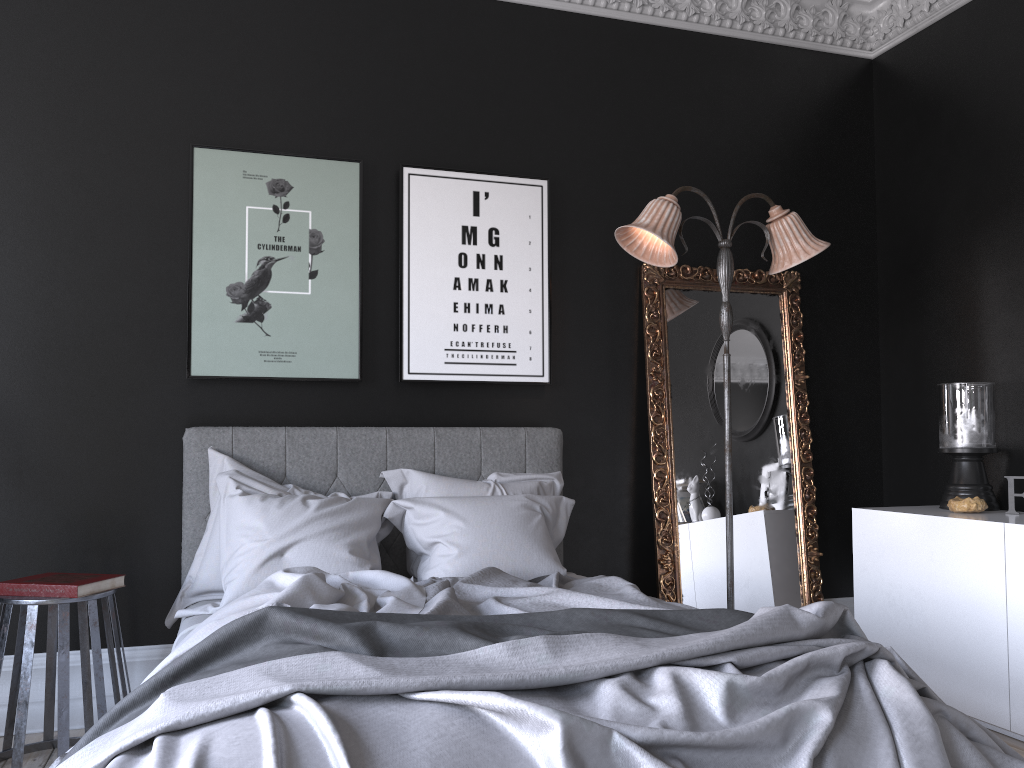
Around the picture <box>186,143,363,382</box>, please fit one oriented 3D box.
[{"bbox_3d":[-1.097,-0.555,4.154,0.792,1.077,0.014,1,-3,-18],"label":"picture"}]

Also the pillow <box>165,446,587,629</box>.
[{"bbox_3d":[-0.516,0.640,3.817,1.830,0.759,0.681,1,-3,-18],"label":"pillow"}]

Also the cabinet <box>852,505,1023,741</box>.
[{"bbox_3d":[2.372,0.995,3.438,0.570,0.881,2.399,1,-4,-18],"label":"cabinet"}]

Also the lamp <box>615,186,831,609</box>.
[{"bbox_3d":[1.013,0.280,4.156,0.986,2.409,0.773,-1,-3,15],"label":"lamp"}]

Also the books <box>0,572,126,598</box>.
[{"bbox_3d":[-1.698,0.757,3.345,0.346,0.045,0.276,-1,-4,12],"label":"books"}]

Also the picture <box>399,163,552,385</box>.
[{"bbox_3d":[-0.175,-0.538,4.455,0.792,1.077,0.014,1,-3,-18],"label":"picture"}]

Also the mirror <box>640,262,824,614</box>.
[{"bbox_3d":[1.204,0.437,4.771,0.991,2.190,0.254,1,-3,-18],"label":"mirror"}]

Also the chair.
[{"bbox_3d":[-1.707,1.115,3.325,0.613,0.672,0.614,-2,-4,26],"label":"chair"}]

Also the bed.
[{"bbox_3d":[-0.227,0.751,2.734,2.766,1.297,3.286,2,-4,-29],"label":"bed"}]
